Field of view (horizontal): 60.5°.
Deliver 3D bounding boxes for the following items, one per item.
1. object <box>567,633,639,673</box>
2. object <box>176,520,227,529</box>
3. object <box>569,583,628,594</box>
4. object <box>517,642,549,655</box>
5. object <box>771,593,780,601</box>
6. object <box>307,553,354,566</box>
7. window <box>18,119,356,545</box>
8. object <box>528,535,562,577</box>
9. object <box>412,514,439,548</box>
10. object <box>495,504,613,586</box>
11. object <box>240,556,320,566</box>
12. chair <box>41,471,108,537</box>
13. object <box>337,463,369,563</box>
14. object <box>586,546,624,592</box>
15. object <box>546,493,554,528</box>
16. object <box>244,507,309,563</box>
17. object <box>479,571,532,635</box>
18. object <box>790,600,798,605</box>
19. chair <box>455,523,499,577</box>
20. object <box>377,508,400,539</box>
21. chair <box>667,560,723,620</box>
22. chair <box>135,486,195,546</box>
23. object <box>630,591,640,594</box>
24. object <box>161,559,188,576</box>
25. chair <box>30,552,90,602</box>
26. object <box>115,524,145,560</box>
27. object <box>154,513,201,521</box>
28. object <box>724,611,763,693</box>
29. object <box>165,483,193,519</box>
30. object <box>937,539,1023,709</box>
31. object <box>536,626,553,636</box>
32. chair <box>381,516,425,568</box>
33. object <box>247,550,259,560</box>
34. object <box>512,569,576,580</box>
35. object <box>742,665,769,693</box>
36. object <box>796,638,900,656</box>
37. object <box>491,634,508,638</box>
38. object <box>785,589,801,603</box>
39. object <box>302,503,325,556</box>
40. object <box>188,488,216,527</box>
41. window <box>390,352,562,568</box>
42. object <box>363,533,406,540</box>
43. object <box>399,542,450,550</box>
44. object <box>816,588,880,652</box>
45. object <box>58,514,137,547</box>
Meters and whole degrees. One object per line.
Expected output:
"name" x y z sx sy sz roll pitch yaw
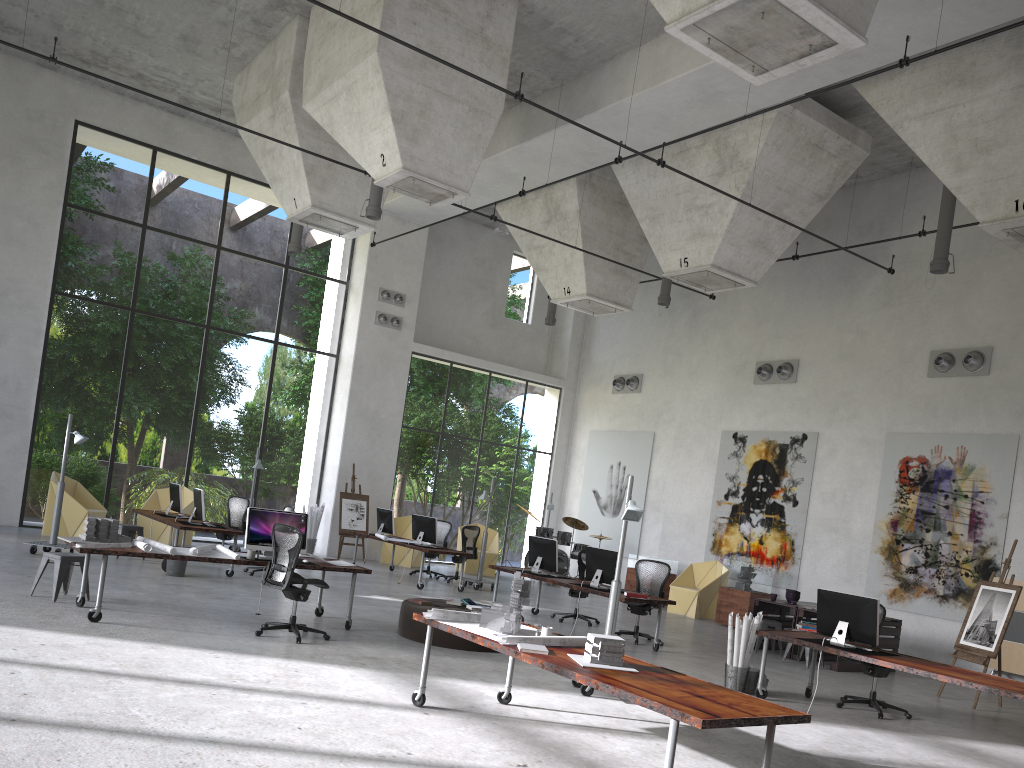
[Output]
"object" 0.626 1.811 5.977 0.390 0.181 0.418 9 -7 -10
"object" -4.899 2.224 13.856 0.694 0.008 0.847 12 -9 -28
"object" 1.279 2.857 12.238 0.695 0.008 0.846 13 -9 -33
"object" 0.144 1.849 6.138 0.200 0.023 0.237 8 -8 -4
"object" 4.039 3.285 13.516 0.102 0.109 0.128 11 -6 -44
"object" -2.139 2.077 10.383 0.475 0.085 0.434 13 -9 -31
"window" -6.457 -0.572 18.434 6.025 7.836 0.066 10 -1 -35
"object" 0.524 2.619 13.350 0.381 0.551 0.712 9 -5 -33
"object" -1.572 2.734 16.299 0.381 0.551 0.710 10 -5 -43
"object" 1.116 3.858 20.820 2.952 1.739 1.906 3 -6 39
"object" -2.695 2.002 10.012 0.858 0.008 0.685 13 -9 -33
"chair" -8.042 2.241 16.124 0.934 1.167 0.985 8 -3 1
"object" -3.496 2.804 19.201 0.700 2.141 0.679 8 -1 -34
"object" 1.315 2.576 12.237 0.381 0.551 0.712 9 -5 -33
"object" 0.873 3.828 22.333 0.579 2.149 0.597 8 0 0
"object" -2.656 1.721 10.015 0.722 0.552 0.375 11 -4 -34
"object" -0.051 1.701 6.838 0.361 0.520 0.496 8 -4 1
"object" 4.287 3.321 13.331 0.116 0.056 0.139 3 -8 40
"chair" -0.781 3.842 20.464 0.984 1.167 0.934 9 -3 -15
"object" -2.469 2.783 17.562 0.381 0.551 0.712 9 -5 -33
"chair" 3.729 4.059 17.493 0.944 1.167 0.974 10 -4 -37
"chair" -6.842 2.592 17.468 0.976 1.167 0.942 7 -3 10
"object" 1.622 2.753 11.590 0.148 0.011 0.011 5 -5 23
"object" -4.948 2.656 12.900 0.298 0.297 0.395 11 -6 -42
"chair" -4.936 2.113 9.653 0.417 0.488 0.442 6 -4 28
"object" -6.217 2.536 14.147 0.453 0.531 0.481 5 -4 40
"object" -5.702 2.268 14.990 0.695 0.008 0.846 13 -9 -33
"object" 2.508 2.927 9.634 0.321 0.936 0.340 8 -1 -17
"object" -5.666 1.987 14.989 0.381 0.551 0.712 9 -5 -33
"object" 6.030 2.987 11.063 0.688 2.141 0.700 8 -1 -13
"object" 0.246 1.896 6.674 0.123 0.100 0.088 8 -3 -7
"chair" -2.416 3.546 19.954 0.975 1.167 0.943 7 -3 14
"object" -2.846 1.877 9.650 0.123 0.100 0.088 8 -3 -6
"object" 0.489 2.901 13.351 0.695 0.008 0.846 13 -9 -33
"object" 2.665 3.286 9.808 0.396 0.298 0.297 7 -4 8
"object" 3.487 2.737 9.132 0.695 0.008 0.846 13 -9 -33
"object" -0.056 1.876 6.502 0.135 0.008 0.203 11 -8 -23
"object" 4.362 3.299 13.649 0.216 0.214 0.192 11 -4 -34
"object" -4.396 3.167 19.222 0.437 1.207 0.416 7 -1 33
"object" -4.863 1.943 13.855 0.380 0.551 0.713 9 -5 -28
"window" -0.858 2.093 21.745 4.612 4.884 0.020 10 -1 -35
"object" -2.504 3.064 17.562 0.695 0.008 0.846 13 -9 -33
"object" -1.607 3.015 16.301 0.697 0.008 0.844 15 -11 -43
"object" 3.523 2.456 9.131 0.381 0.551 0.712 9 -5 -33
"object" -4.305 1.526 9.259 0.431 0.304 0.746 3 -8 45
